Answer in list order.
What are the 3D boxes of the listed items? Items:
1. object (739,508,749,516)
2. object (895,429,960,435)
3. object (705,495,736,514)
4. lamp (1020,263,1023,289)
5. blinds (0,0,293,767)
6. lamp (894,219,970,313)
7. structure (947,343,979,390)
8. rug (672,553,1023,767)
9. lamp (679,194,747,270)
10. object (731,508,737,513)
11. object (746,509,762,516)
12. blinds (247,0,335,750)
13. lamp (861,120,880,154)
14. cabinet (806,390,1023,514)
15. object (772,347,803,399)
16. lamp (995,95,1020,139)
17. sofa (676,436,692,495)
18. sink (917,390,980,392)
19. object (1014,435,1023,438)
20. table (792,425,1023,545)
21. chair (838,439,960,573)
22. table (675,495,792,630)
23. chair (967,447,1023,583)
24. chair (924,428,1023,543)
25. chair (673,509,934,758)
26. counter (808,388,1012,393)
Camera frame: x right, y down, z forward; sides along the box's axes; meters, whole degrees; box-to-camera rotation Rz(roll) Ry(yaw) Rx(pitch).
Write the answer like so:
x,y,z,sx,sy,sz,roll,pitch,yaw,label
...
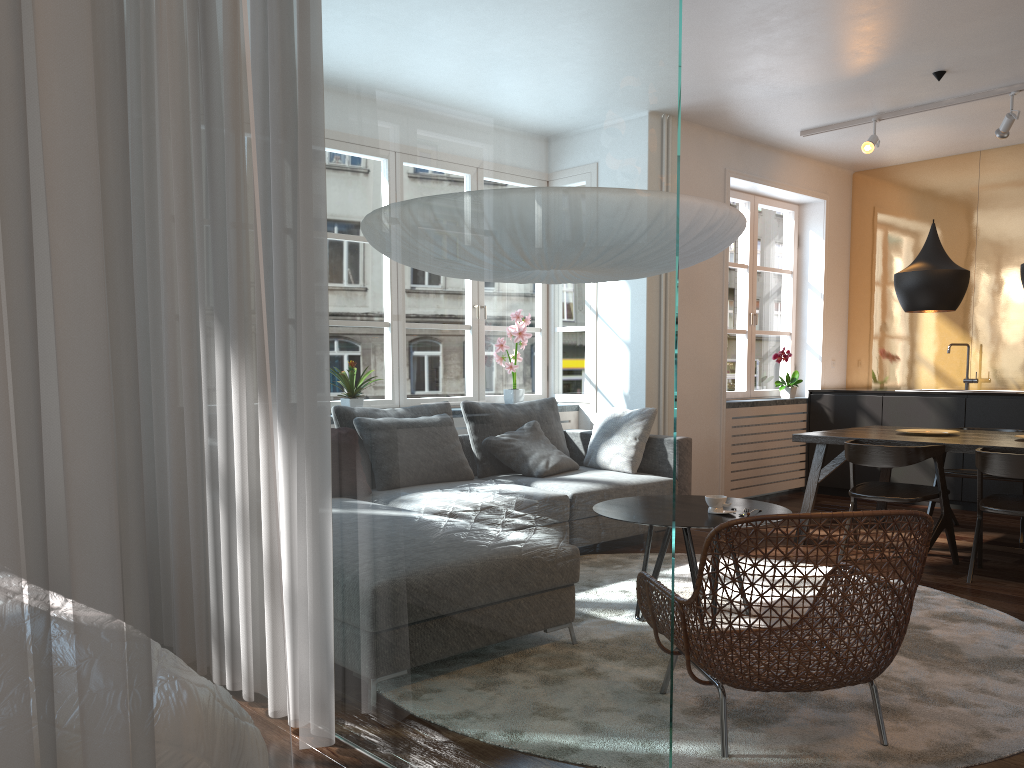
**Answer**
x,y,z,sx,sy,sz,roll,pitch,yaw,label
0.987,0.539,3.759,0.025,0.016,0.163,1,1,23,object
2.514,0.293,5.351,0.355,0.017,0.355,-1,2,-39,object
0.879,0.513,3.742,0.091,0.069,0.138,-2,3,-31,object
2.968,-0.695,4.747,0.410,0.544,0.409,1,4,24,lamp
-0.961,-0.325,0.463,1.803,2.752,0.153,-4,6,-40,blinds
2.497,-0.704,5.260,0.411,0.544,0.409,-1,4,-9,lamp
3.585,-0.130,7.029,0.265,0.388,0.109,-2,5,-27,structure
0.751,1.018,3.746,2.835,0.012,2.827,0,1,27,rug
0.158,-0.523,3.461,1.470,0.211,1.463,0,1,-6,lamp
0.955,0.541,3.807,0.026,0.010,0.123,0,1,14,object
1.027,0.540,3.743,0.015,0.015,0.167,2,2,35,object
-1.095,-0.377,2.996,0.152,2.752,1.802,-5,6,-40,blinds
2.439,-1.669,6.001,0.085,0.241,0.250,3,5,34,lamp
4.494,0.522,5.938,0.730,0.905,5.052,-4,3,-43,cabinet
2.320,-0.094,7.428,0.229,0.439,0.404,2,4,24,object
3.101,-1.662,5.492,0.085,0.240,0.250,0,3,-2,lamp
0.004,0.675,4.557,3.060,0.675,2.035,-1,2,-42,sofa
4.373,0.049,5.962,0.481,0.245,3.407,-2,2,-44,sink
2.965,0.301,4.861,0.355,0.017,0.354,0,1,28,object
2.950,0.651,4.856,1.104,0.683,2.494,-2,3,-43,table
2.115,0.658,4.913,0.518,0.675,0.591,-4,5,-44,chair
0.781,0.783,3.882,0.845,0.475,0.845,-2,3,-40,table
2.581,0.666,4.416,0.518,0.675,0.591,-4,5,-42,chair
3.066,0.637,5.752,0.592,0.675,0.518,3,5,44,chair
0.799,0.679,2.652,0.718,0.714,0.682,-1,3,-10,chair
4.493,0.072,5.896,0.730,0.002,5.049,-1,2,-43,counter
